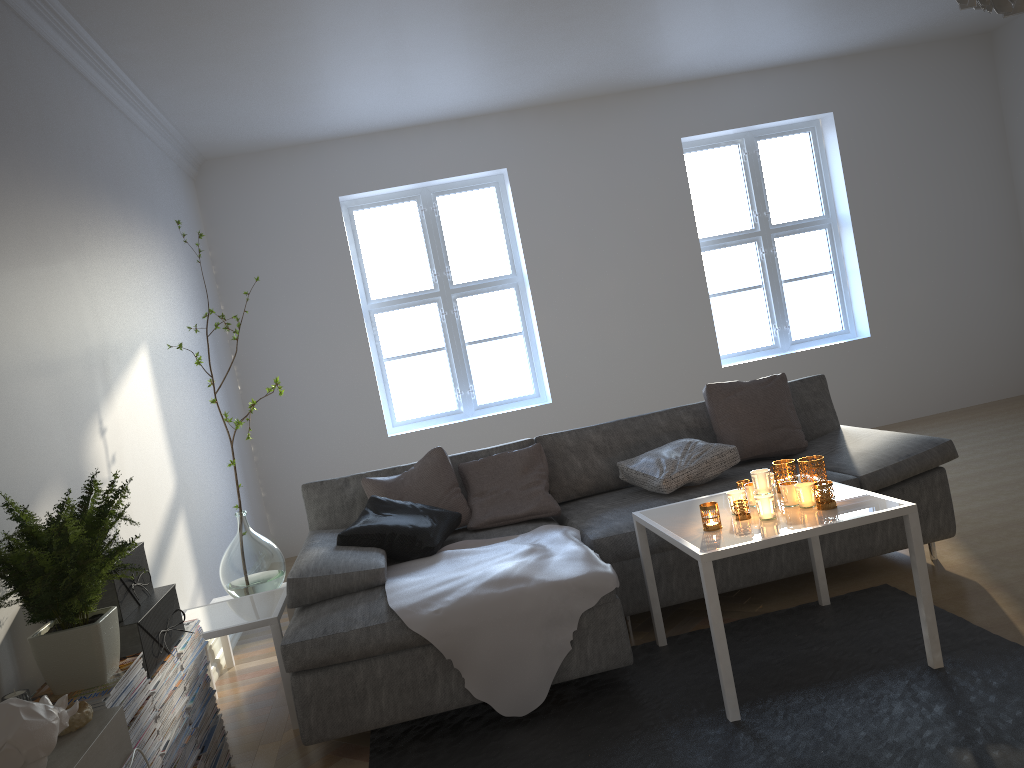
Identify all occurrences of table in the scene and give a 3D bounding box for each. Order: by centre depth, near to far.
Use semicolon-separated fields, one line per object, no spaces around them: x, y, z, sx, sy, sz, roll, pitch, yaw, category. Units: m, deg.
-0.899;1.029;1.745;0.298;0.576;0.553;-12;3;-7;table
-0.996;1.013;2.166;0.246;0.597;0.321;-12;4;-7;table
-1.029;1.053;2.475;0.246;0.499;0.327;-12;4;-7;table
-1.073;1.045;2.786;0.246;0.499;0.327;-12;4;-7;table
0.862;0.658;2.934;0.674;0.505;0.714;-12;3;-7;table
-1.019;1.055;3.316;0.422;0.412;0.436;-12;3;-7;table
-1.080;1.087;3.817;0.422;0.319;0.436;-12;3;-7;table

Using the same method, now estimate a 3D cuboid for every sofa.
0.461;0.590;3.645;2.631;0.773;1.554;-12;3;-7;sofa

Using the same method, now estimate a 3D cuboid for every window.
-0.489;-0.590;6.531;1.200;1.711;0.077;-12;4;-7;window
1.949;-1.086;6.850;1.200;1.711;0.077;-12;4;-7;window

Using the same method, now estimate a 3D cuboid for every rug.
0.617;0.988;2.249;2.014;0.055;2.110;-12;3;-8;rug

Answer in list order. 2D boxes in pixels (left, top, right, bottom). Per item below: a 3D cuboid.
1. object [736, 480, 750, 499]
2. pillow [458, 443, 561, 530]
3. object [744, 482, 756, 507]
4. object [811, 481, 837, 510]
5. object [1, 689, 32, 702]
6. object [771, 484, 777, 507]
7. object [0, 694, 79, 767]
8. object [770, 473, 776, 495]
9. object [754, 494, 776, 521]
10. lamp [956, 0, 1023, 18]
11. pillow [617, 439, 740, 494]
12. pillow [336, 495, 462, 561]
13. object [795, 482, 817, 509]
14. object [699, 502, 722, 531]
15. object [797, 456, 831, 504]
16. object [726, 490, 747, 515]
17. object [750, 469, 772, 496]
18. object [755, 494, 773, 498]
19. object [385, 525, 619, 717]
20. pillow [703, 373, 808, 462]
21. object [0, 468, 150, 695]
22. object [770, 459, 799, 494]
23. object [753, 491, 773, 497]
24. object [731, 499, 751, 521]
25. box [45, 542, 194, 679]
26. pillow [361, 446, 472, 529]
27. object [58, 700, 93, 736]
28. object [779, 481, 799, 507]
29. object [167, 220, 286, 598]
0.802;0.370;3.069;0.054;0.068;0.047;-8;5;43;object
-0.019;0.460;3.930;0.414;0.311;0.336;-11;3;-2;pillow
0.814;0.370;2.970;0.060;0.073;0.060;-10;4;17;object
0.974;0.347;2.760;0.060;0.079;0.060;-12;4;-17;object
-1.029;0.689;1.819;0.123;0.134;0.061;-9;4;33;object
0.835;0.369;2.907;0.060;0.073;0.060;-8;4;38;object
-0.948;0.674;1.658;0.137;0.150;0.310;-10;3;22;object
0.884;0.351;3.078;0.060;0.073;0.060;-8;5;44;object
0.793;0.385;2.770;0.060;0.073;0.060;-13;4;-27;object
1.104;-1.390;1.972;0.355;1.066;0.353;-8;5;35;lamp
0.729;0.360;3.878;0.404;0.194;0.406;-12;3;-21;pillow
-0.447;0.581;3.576;0.402;0.248;0.420;-10;3;13;pillow
0.935;0.354;2.818;0.060;0.073;0.060;-12;4;-18;object
0.622;0.415;2.778;0.060;0.079;0.060;-12;4;-13;object
0.979;0.309;2.867;0.086;0.140;0.090;-14;5;-37;object
0.739;0.389;2.903;0.060;0.073;0.060;-10;4;17;object
0.788;0.310;2.795;0.060;0.073;0.060;-11;4;9;object
0.792;0.382;2.769;0.056;0.067;0.056;-8;5;44;object
-0.047;0.826;3.142;0.811;0.437;0.725;-12;3;-9;object
1.133;0.158;4.133;0.426;0.390;0.242;-12;4;-7;pillow
-1.065;0.485;2.134;0.368;0.527;0.437;-12;4;-7;object
0.953;0.321;3.084;0.080;0.104;0.080;-12;4;-17;object
0.808;0.379;2.834;0.060;0.073;0.060;-13;4;-27;object
0.732;0.401;2.827;0.050;0.058;0.052;-14;4;-38;object
-1.122;0.651;2.562;0.298;0.316;0.419;-12;3;-7;box
-0.417;0.508;3.933;0.429;0.403;0.324;-12;4;-20;pillow
-0.950;0.714;1.895;0.099;0.046;0.104;-9;4;39;object
0.903;0.358;2.875;0.060;0.073;0.060;-12;4;-18;object
-1.110;0.085;3.662;0.776;1.676;0.339;-8;5;42;object
